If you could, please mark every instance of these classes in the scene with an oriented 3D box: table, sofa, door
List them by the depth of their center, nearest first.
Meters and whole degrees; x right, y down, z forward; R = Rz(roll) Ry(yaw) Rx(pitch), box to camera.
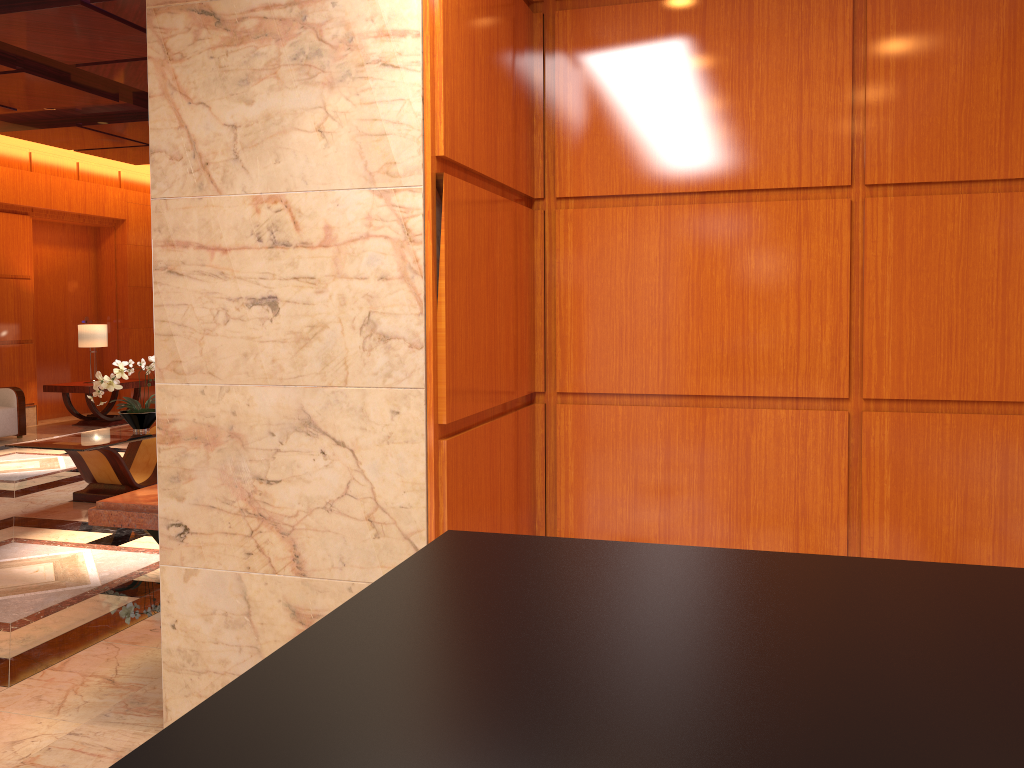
[{"bbox_3d":[-1.324,0.772,4.378,0.725,0.605,1.273,1,5,16],"label":"table"},{"bbox_3d":[-3.023,0.625,6.934,0.722,0.495,1.563,1,5,19],"label":"table"},{"bbox_3d":[-6.058,0.215,9.279,0.612,0.930,1.803,1,4,16],"label":"sofa"},{"bbox_3d":[-5.241,0.242,11.350,0.725,0.533,1.170,1,5,19],"label":"table"},{"bbox_3d":[-6.013,-0.865,11.994,0.340,2.646,1.503,0,3,16],"label":"door"}]

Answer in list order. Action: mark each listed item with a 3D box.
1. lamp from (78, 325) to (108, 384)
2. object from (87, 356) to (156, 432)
[{"bbox_3d":[-2.649,0.088,5.453,0.335,0.733,13.023,-2,5,-25],"label":"lamp"},{"bbox_3d":[-2.940,0.061,7.007,0.788,0.616,0.418,-1,3,-7],"label":"object"}]
